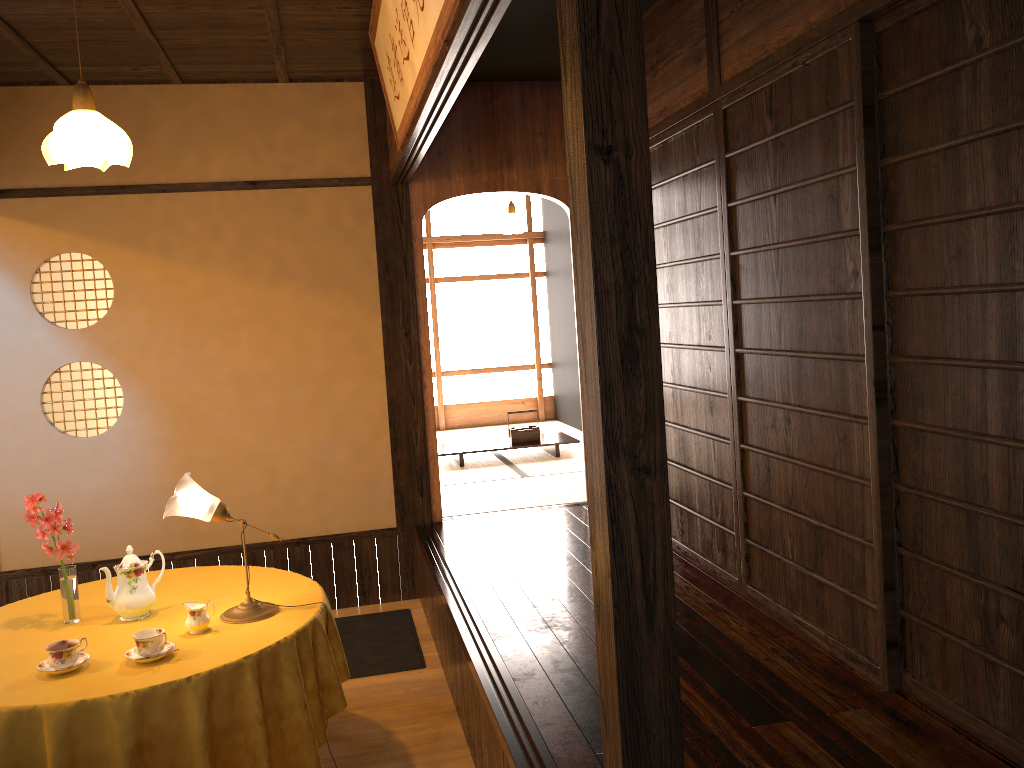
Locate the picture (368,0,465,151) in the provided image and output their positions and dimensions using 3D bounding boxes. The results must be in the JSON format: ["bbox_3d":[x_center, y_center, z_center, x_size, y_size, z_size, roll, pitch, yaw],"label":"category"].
[{"bbox_3d":[-0.402,-1.329,3.250,0.117,0.564,2.047,-4,5,-11],"label":"picture"}]

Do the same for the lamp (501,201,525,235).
[{"bbox_3d":[-0.015,-1.664,7.458,0.196,0.797,0.225,-4,3,-4],"label":"lamp"}]

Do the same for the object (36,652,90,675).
[{"bbox_3d":[-1.326,0.833,2.623,0.144,0.024,0.144,0,6,38],"label":"object"}]

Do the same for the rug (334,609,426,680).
[{"bbox_3d":[-1.938,1.438,4.360,2.956,0.005,0.903,-5,5,-11],"label":"rug"}]

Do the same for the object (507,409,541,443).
[{"bbox_3d":[0.096,0.354,7.551,0.260,0.258,0.150,-5,4,-11],"label":"object"}]

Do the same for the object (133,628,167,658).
[{"bbox_3d":[-1.089,0.782,2.665,0.090,0.076,0.099,-6,5,-27],"label":"object"}]

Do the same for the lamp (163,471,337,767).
[{"bbox_3d":[-0.883,0.876,3.033,0.512,1.201,0.198,-4,3,-11],"label":"lamp"}]

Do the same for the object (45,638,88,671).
[{"bbox_3d":[-1.323,0.801,2.620,0.099,0.076,0.090,-3,4,13],"label":"object"}]

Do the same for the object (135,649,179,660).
[{"bbox_3d":[-1.055,0.806,2.632,0.126,0.019,0.029,-4,4,-8],"label":"object"}]

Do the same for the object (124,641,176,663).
[{"bbox_3d":[-1.089,0.814,2.671,0.144,0.024,0.144,0,6,38],"label":"object"}]

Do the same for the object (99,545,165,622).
[{"bbox_3d":[-1.309,0.681,3.071,0.163,0.252,0.154,-4,3,2],"label":"object"}]

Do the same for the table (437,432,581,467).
[{"bbox_3d":[-0.075,0.556,7.523,1.201,0.118,0.601,-5,5,-11],"label":"table"}]

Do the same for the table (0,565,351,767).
[{"bbox_3d":[-1.283,1.156,3.046,1.445,0.694,1.445,-5,4,-11],"label":"table"}]

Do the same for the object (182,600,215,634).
[{"bbox_3d":[-1.021,0.755,2.885,0.083,0.098,0.078,-7,5,-42],"label":"object"}]

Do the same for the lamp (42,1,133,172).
[{"bbox_3d":[-1.439,-1.128,2.943,0.249,0.809,0.277,-3,3,10],"label":"lamp"}]
